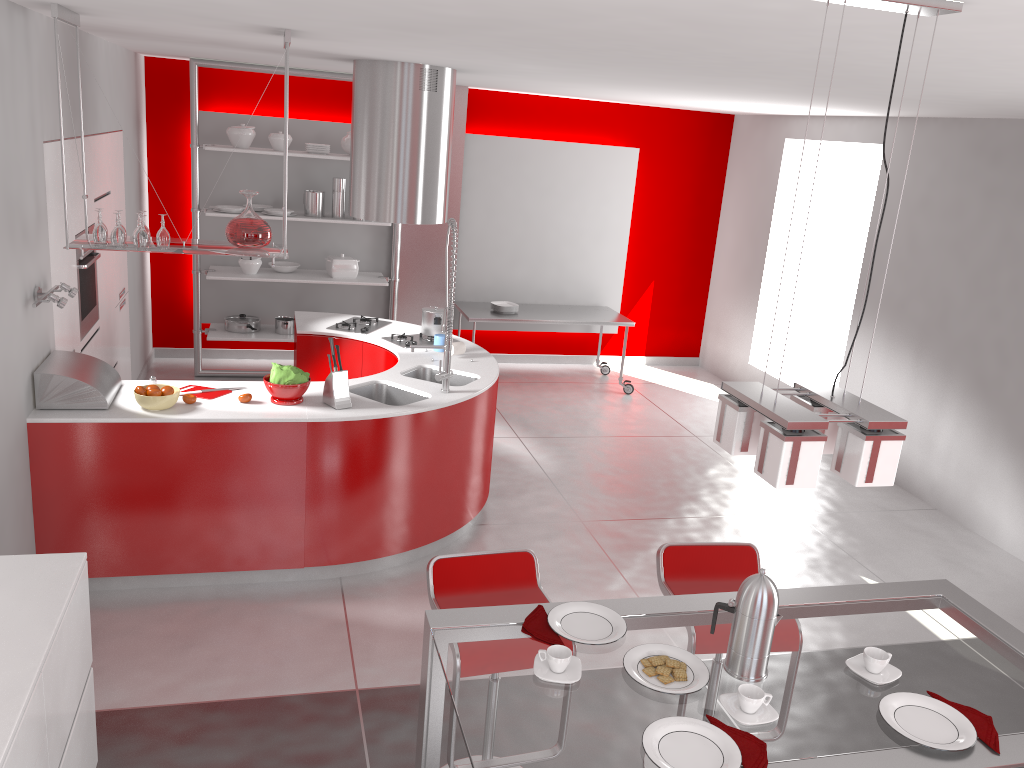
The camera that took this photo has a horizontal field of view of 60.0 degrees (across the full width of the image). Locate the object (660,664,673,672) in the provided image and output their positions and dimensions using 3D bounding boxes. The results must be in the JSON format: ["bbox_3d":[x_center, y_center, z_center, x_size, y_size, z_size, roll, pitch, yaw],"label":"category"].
[{"bbox_3d":[0.387,0.716,2.234,0.036,0.006,0.034,5,16,1],"label":"object"}]

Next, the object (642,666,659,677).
[{"bbox_3d":[0.347,0.718,2.215,0.036,0.006,0.034,-5,19,-31],"label":"object"}]

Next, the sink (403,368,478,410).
[{"bbox_3d":[-0.421,0.050,5.146,0.428,0.172,0.326,12,17,22],"label":"sink"}]

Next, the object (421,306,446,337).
[{"bbox_3d":[-0.511,-0.423,5.907,0.218,0.185,0.189,16,20,35],"label":"object"}]

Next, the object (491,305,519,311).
[{"bbox_3d":[-0.069,-0.687,8.038,0.228,0.020,0.228,-6,19,-33],"label":"object"}]

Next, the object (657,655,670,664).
[{"bbox_3d":[0.388,0.705,2.270,0.036,0.006,0.034,0,17,-16],"label":"object"}]

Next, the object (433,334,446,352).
[{"bbox_3d":[-0.460,-0.261,5.578,0.080,0.100,0.109,-9,21,-41],"label":"object"}]

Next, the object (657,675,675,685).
[{"bbox_3d":[0.379,0.728,2.190,0.036,0.006,0.034,-7,20,-35],"label":"object"}]

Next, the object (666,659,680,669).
[{"bbox_3d":[0.407,0.708,2.246,0.036,0.006,0.034,7,16,7],"label":"object"}]

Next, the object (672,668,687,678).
[{"bbox_3d":[0.418,0.720,2.208,0.034,0.006,0.036,4,16,-4],"label":"object"}]

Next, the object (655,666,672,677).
[{"bbox_3d":[0.377,0.715,2.211,0.036,0.006,0.034,11,17,20],"label":"object"}]

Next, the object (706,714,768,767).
[{"bbox_3d":[0.525,0.804,1.970,0.095,0.012,0.234,0,17,-17],"label":"object"}]

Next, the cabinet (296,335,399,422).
[{"bbox_3d":[-1.403,0.292,5.101,1.025,0.761,1.875,14,18,28],"label":"cabinet"}]

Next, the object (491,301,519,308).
[{"bbox_3d":[-0.066,-0.716,8.030,0.228,0.020,0.228,-6,19,-33],"label":"object"}]

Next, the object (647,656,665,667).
[{"bbox_3d":[0.365,0.703,2.250,0.034,0.006,0.036,-3,18,-27],"label":"object"}]

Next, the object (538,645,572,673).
[{"bbox_3d":[0.107,0.681,2.180,0.078,0.049,0.062,0,17,-16],"label":"object"}]

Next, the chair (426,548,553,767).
[{"bbox_3d":[-0.071,1.049,3.031,0.418,0.857,0.460,-1,17,-20],"label":"chair"}]

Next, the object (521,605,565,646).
[{"bbox_3d":[0.068,0.649,2.369,0.095,0.012,0.234,1,17,-15],"label":"object"}]

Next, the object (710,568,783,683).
[{"bbox_3d":[0.592,0.592,2.227,0.149,0.287,0.113,3,16,-8],"label":"object"}]

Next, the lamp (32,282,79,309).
[{"bbox_3d":[-2.088,-0.403,4.051,0.155,0.081,0.454,1,17,-15],"label":"lamp"}]

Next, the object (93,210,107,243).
[{"bbox_3d":[-1.848,-0.705,3.973,0.060,0.141,0.060,1,17,-15],"label":"object"}]

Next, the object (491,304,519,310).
[{"bbox_3d":[-0.068,-0.697,8.035,0.228,0.020,0.228,-6,19,-33],"label":"object"}]

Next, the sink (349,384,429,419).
[{"bbox_3d":[-0.666,0.146,4.737,0.428,0.172,0.326,16,19,33],"label":"sink"}]

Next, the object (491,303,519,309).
[{"bbox_3d":[-0.067,-0.707,8.032,0.228,0.020,0.228,-6,19,-33],"label":"object"}]

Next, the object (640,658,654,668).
[{"bbox_3d":[0.347,0.707,2.251,0.036,0.006,0.034,0,17,-15],"label":"object"}]

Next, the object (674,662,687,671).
[{"bbox_3d":[0.426,0.715,2.247,0.034,0.006,0.036,7,16,5],"label":"object"}]

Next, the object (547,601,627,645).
[{"bbox_3d":[0.202,0.650,2.399,0.217,0.015,0.217,11,17,20],"label":"object"}]

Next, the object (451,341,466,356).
[{"bbox_3d":[-0.359,-0.223,5.506,0.100,0.080,0.109,-11,22,-44],"label":"object"}]

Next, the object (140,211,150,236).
[{"bbox_3d":[-1.702,-0.726,4.091,0.060,0.141,0.060,1,17,-15],"label":"object"}]

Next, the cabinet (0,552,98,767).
[{"bbox_3d":[-1.448,1.210,2.011,0.610,0.880,1.802,1,17,-15],"label":"cabinet"}]

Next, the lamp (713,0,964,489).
[{"bbox_3d":[0.722,-0.305,1.957,0.304,1.025,0.304,1,17,-15],"label":"lamp"}]

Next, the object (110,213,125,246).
[{"bbox_3d":[-1.757,-0.690,3.949,0.060,0.141,0.060,-8,20,-37],"label":"object"}]

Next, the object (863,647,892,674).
[{"bbox_3d":[0.948,0.721,2.297,0.078,0.049,0.062,7,16,6],"label":"object"}]

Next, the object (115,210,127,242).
[{"bbox_3d":[-1.790,-0.720,4.043,0.060,0.141,0.060,1,17,-15],"label":"object"}]

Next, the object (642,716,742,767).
[{"bbox_3d":[0.391,0.800,1.935,0.217,0.015,0.217,-8,21,-38],"label":"object"}]

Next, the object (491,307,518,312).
[{"bbox_3d":[-0.070,-0.677,8.041,0.228,0.020,0.228,-6,19,-33],"label":"object"}]

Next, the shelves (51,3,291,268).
[{"bbox_3d":[-1.484,-1.085,3.991,0.934,1.023,0.462,1,17,-15],"label":"shelves"}]

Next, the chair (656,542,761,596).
[{"bbox_3d":[0.736,1.058,3.247,0.418,0.857,0.460,2,16,-11],"label":"chair"}]

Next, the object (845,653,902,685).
[{"bbox_3d":[0.938,0.743,2.305,0.119,0.016,0.119,-6,19,-34],"label":"object"}]

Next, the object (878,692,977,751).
[{"bbox_3d":[0.984,0.804,2.105,0.217,0.015,0.217,7,16,8],"label":"object"}]

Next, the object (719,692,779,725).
[{"bbox_3d":[0.559,0.769,2.098,0.119,0.016,0.119,0,17,-18],"label":"object"}]

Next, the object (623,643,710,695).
[{"bbox_3d":[0.385,0.717,2.223,0.217,0.015,0.217,11,17,20],"label":"object"}]

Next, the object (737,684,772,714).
[{"bbox_3d":[0.568,0.748,2.088,0.078,0.049,0.062,12,17,23],"label":"object"}]

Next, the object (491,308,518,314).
[{"bbox_3d":[-0.070,-0.667,8.044,0.228,0.020,0.228,-6,19,-33],"label":"object"}]

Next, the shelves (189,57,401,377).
[{"bbox_3d":[-1.802,-1.304,7.523,1.735,2.599,0.535,1,17,-15],"label":"shelves"}]

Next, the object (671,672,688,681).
[{"bbox_3d":[0.416,0.727,2.205,0.034,0.006,0.036,2,16,-11],"label":"object"}]

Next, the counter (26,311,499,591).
[{"bbox_3d":[-1.135,0.337,5.142,1.868,0.880,2.865,10,17,17],"label":"counter"}]

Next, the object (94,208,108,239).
[{"bbox_3d":[-1.879,-0.729,4.049,0.060,0.141,0.060,1,17,-15],"label":"object"}]

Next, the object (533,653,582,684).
[{"bbox_3d":[0.112,0.704,2.189,0.119,0.016,0.119,6,16,4],"label":"object"}]

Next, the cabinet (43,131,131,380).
[{"bbox_3d":[-2.864,-0.499,5.440,0.614,2.026,2.398,1,17,-15],"label":"cabinet"}]
